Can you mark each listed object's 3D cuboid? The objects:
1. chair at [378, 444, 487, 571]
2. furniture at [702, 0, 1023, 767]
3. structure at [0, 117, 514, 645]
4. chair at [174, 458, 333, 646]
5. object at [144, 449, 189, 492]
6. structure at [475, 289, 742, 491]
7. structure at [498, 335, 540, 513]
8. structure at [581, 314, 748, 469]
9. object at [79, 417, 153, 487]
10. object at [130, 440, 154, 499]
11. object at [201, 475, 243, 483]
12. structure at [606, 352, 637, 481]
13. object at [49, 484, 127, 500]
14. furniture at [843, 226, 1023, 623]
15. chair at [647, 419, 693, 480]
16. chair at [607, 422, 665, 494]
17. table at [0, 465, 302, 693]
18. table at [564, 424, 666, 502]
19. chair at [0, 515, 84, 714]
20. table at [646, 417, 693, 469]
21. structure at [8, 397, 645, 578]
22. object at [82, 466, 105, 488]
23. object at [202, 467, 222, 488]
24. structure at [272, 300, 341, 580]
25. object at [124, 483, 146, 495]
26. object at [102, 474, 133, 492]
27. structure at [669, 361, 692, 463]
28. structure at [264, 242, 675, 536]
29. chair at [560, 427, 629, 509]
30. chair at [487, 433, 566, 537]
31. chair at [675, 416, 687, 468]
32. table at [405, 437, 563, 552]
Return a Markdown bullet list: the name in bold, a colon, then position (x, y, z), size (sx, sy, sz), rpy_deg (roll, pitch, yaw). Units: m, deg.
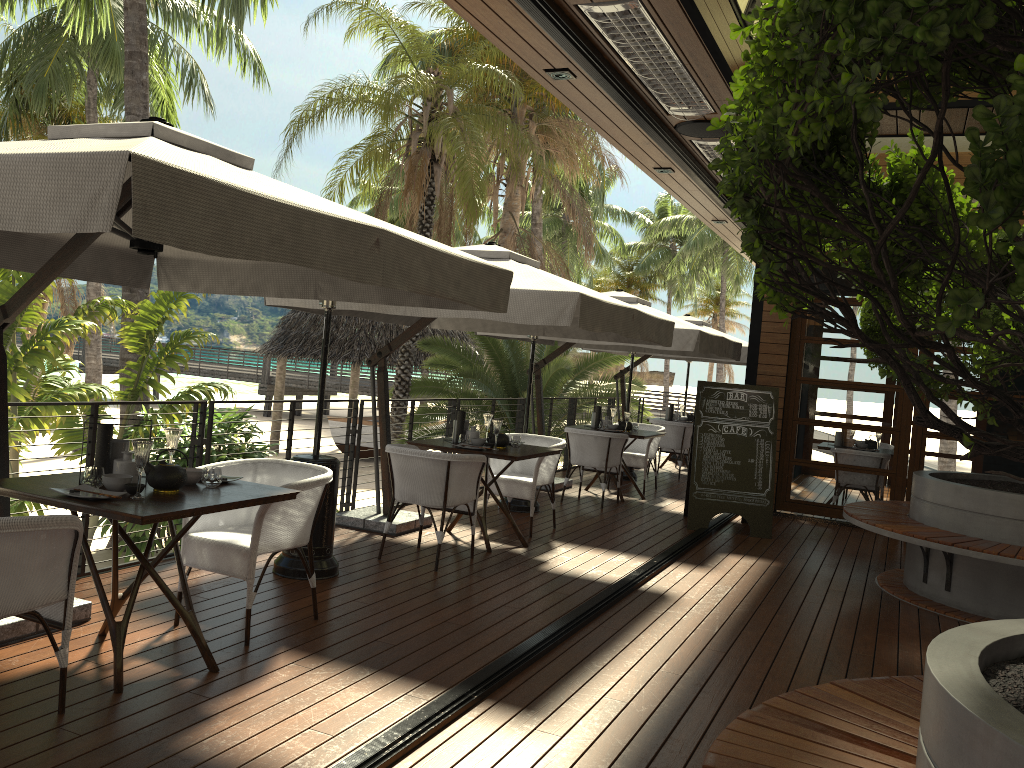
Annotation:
- **chair**: position (-0.570, 0.825, 6.139), size (0.628, 0.788, 0.616), rpy_deg (5, 1, 25)
- **furniture**: position (1.674, 0.199, 1.595), size (2.617, 2.722, 2.694), rpy_deg (5, 1, 15)
- **structure**: position (-1.622, 0.023, 3.817), size (2.415, 2.332, 2.413), rpy_deg (6, 1, 24)
- **chair**: position (-1.280, 0.807, 4.480), size (0.628, 0.788, 0.616), rpy_deg (5, 1, 25)
- **object**: position (-1.463, 0.363, 3.767), size (0.163, 0.179, 0.168), rpy_deg (6, 1, 26)
- **structure**: position (1.120, 0.097, 9.987), size (2.415, 2.332, 2.413), rpy_deg (6, 1, 24)
- **structure**: position (0.162, 0.116, 8.567), size (0.699, 2.192, 0.699), rpy_deg (5, 1, 12)
- **structure**: position (2.490, 0.135, 13.072), size (2.415, 2.332, 2.413), rpy_deg (6, 1, 24)
- **object**: position (-1.732, 0.294, 3.891), size (0.263, 0.264, 0.264), rpy_deg (5, 1, -21)
- **object**: position (-1.483, 0.341, 3.537), size (0.082, 0.227, 0.082), rpy_deg (5, 1, 25)
- **object**: position (-1.426, 0.434, 4.145), size (0.295, 0.025, 0.170), rpy_deg (6, 2, 24)
- **structure**: position (1.541, 0.153, 11.672), size (0.699, 2.192, 0.699), rpy_deg (5, 1, 12)
- **object**: position (-1.646, 0.432, 3.483), size (0.295, 0.025, 0.170), rpy_deg (6, 2, 24)
- **furniture**: position (3.841, 0.262, 6.300), size (2.568, 2.722, 2.721), rpy_deg (5, 1, -11)
- **chair**: position (2.208, 0.900, 12.391), size (0.628, 0.788, 0.616), rpy_deg (5, 1, 25)
- **chair**: position (1.499, 0.883, 10.735), size (0.628, 0.788, 0.616), rpy_deg (5, 1, 25)
- **table**: position (-1.604, 0.815, 3.826), size (0.932, 0.749, 0.931), rpy_deg (6, 1, 24)
- **table**: position (1.145, 0.889, 10.013), size (0.932, 0.749, 0.931), rpy_deg (6, 1, 24)
- **chair**: position (-1.933, 0.788, 3.071), size (0.628, 0.788, 0.616), rpy_deg (5, 1, 25)
- **table**: position (2.519, 0.927, 13.106), size (0.932, 0.749, 0.931), rpy_deg (6, 1, 24)
- **structure**: position (-3.091, 0.655, 3.381), size (0.163, 1.153, 26.257), rpy_deg (5, 2, 24)
- **object**: position (-1.731, 0.389, 3.671), size (0.086, 0.086, 0.086), rpy_deg (6, 1, 29)
- **object**: position (-1.336, 0.416, 3.952), size (0.086, 0.086, 0.086), rpy_deg (6, 1, 29)
- **structure**: position (-1.190, 0.079, 5.525), size (0.699, 2.192, 0.699), rpy_deg (5, 1, 12)
- **object**: position (-1.535, 0.430, 3.606), size (0.080, 0.042, 0.080), rpy_deg (5, 1, -15)
- **object**: position (-1.624, 0.410, 3.645), size (0.116, 0.065, 0.116), rpy_deg (6, 1, 22)
- **structure**: position (2.884, 0.190, 14.692), size (0.699, 2.192, 0.699), rpy_deg (5, 1, 12)
- **structure**: position (-0.251, 0.060, 6.902), size (2.415, 2.332, 2.413), rpy_deg (6, 1, 24)
- **chair**: position (0.846, 0.863, 9.326), size (0.628, 0.788, 0.616), rpy_deg (5, 1, 25)
- **chair**: position (0.107, 0.845, 7.601), size (0.628, 0.788, 0.616), rpy_deg (5, 1, 25)
- **chair**: position (2.881, 0.920, 13.844), size (0.628, 0.788, 0.616), rpy_deg (5, 1, 25)
- **table**: position (-0.230, 0.852, 6.920), size (0.932, 0.749, 0.931), rpy_deg (6, 1, 24)
